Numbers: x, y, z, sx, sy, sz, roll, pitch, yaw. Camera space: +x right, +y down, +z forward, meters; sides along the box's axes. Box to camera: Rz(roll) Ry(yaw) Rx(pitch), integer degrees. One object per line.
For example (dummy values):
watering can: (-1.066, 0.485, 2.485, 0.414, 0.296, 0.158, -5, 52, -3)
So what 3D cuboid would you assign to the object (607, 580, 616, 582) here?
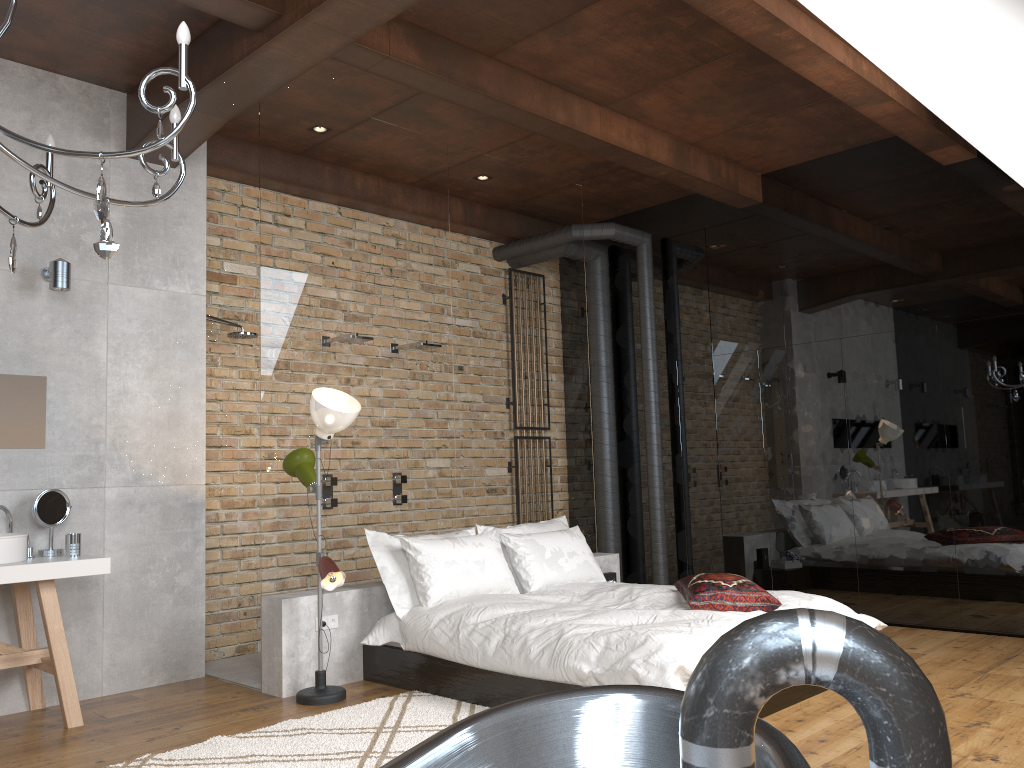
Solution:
object: (0.700, 1.401, 6.111, 0.170, 0.094, 0.160, 2, -7, -34)

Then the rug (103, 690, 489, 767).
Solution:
rug: (-0.994, 1.412, 2.847, 1.726, 0.019, 3.139, -8, -8, 44)

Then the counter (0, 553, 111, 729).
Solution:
counter: (-2.843, 1.191, 3.723, 0.630, 0.765, 2.011, -8, -8, 44)

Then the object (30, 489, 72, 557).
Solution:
object: (-2.343, 0.703, 4.512, 0.118, 0.338, 0.192, -2, -6, 1)

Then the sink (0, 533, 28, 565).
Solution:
sink: (-2.505, 0.773, 4.126, 0.445, 0.128, 0.442, -3, -6, 8)

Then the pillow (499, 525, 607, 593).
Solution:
pillow: (0.265, 1.116, 5.635, 0.291, 0.385, 0.748, -8, -8, 44)

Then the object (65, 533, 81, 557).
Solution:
object: (-2.189, 0.802, 4.423, 0.073, 0.111, 0.073, -6, -8, 36)

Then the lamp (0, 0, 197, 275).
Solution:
lamp: (-1.610, -1.191, 2.386, 1.409, 1.594, 1.409, 1, -7, -23)

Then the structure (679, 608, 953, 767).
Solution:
structure: (0.422, 0.742, 1.138, 0.370, 0.897, 0.169, -4, -7, 22)

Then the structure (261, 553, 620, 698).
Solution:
structure: (-0.262, 1.442, 5.628, 0.206, 0.494, 2.820, -8, -8, 44)

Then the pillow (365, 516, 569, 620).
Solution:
pillow: (-0.125, 1.097, 5.477, 0.358, 0.517, 1.746, -8, -8, 43)

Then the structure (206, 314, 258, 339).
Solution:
structure: (-1.792, 0.493, 5.544, 0.217, 2.005, 0.457, -7, -8, 40)

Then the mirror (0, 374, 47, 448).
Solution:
mirror: (-3.085, 0.101, 3.988, 0.007, 0.377, 1.838, -8, -8, 44)

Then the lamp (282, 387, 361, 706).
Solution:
lamp: (-1.008, 0.810, 4.591, 0.561, 1.582, 0.270, -7, -8, 41)

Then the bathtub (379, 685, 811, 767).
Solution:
bathtub: (0.017, 0.881, 1.160, 0.872, 0.652, 1.811, -4, -6, 17)

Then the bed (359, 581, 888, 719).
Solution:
bed: (0.672, 1.359, 4.887, 2.169, 0.442, 2.300, -8, -8, 44)

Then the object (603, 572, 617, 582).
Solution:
object: (0.694, 1.448, 6.372, 0.116, 0.178, 0.067, 4, -8, -42)

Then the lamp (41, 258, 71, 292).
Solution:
lamp: (-2.391, -0.564, 4.644, 0.243, 0.168, 0.101, -8, -8, 44)

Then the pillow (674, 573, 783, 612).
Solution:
pillow: (1.114, 1.089, 4.656, 0.453, 0.157, 0.748, -2, -6, 4)

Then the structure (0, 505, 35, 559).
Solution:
structure: (-2.479, 0.725, 4.345, 0.141, 0.268, 0.242, -7, -8, 39)

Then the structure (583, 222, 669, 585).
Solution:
structure: (0.579, 0.280, 7.463, 1.189, 3.140, 0.829, -8, -8, 44)

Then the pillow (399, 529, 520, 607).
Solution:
pillow: (-0.293, 1.053, 5.073, 0.276, 0.397, 0.744, -8, -8, 44)
